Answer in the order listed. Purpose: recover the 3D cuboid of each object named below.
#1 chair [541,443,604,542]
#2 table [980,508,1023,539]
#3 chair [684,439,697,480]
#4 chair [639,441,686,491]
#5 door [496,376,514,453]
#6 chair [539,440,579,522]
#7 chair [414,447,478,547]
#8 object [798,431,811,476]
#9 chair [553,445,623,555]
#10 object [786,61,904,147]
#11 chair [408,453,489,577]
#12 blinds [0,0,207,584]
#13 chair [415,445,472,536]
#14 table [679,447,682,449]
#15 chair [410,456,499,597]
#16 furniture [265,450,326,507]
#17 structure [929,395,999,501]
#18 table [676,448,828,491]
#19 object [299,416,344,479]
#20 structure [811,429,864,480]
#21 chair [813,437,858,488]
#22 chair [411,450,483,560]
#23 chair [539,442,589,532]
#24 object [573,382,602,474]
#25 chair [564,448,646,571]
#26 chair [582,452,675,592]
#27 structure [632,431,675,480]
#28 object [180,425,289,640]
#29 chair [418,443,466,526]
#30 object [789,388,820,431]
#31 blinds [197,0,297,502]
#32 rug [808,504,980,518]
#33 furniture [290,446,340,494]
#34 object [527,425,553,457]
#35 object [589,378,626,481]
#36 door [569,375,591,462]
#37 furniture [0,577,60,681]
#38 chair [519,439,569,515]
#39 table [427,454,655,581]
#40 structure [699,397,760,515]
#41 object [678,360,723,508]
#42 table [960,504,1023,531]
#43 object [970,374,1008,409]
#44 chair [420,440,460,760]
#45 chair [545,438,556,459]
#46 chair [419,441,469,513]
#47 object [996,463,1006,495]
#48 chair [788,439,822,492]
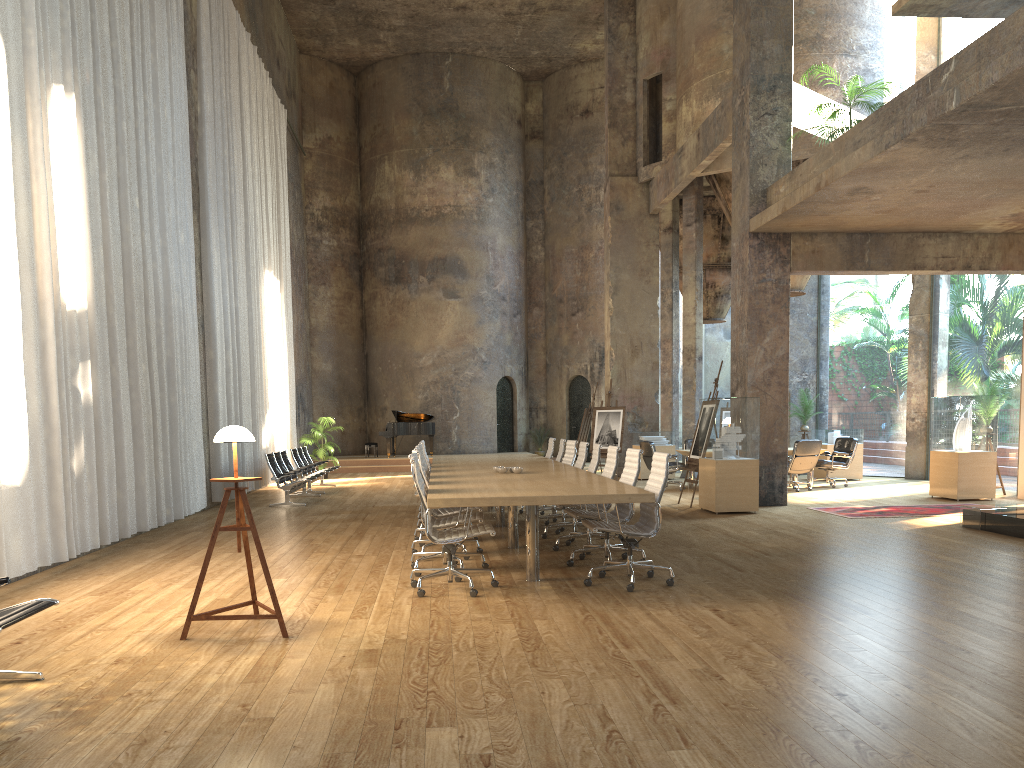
[{"bbox_3d":[0.663,1.168,9.575,0.699,1.035,0.660,-1,3,4],"label":"chair"},{"bbox_3d":[5.588,1.499,9.516,0.790,0.204,1.104,-1,-2,-5],"label":"table"},{"bbox_3d":[3.619,1.479,16.556,0.729,0.900,0.815,-1,2,2],"label":"chair"},{"bbox_3d":[2.735,1.459,15.733,0.820,0.901,0.725,-1,2,-9],"label":"chair"},{"bbox_3d":[-0.258,0.915,26.433,0.091,2.318,0.897,4,7,43],"label":"door"},{"bbox_3d":[0.520,1.246,11.376,0.699,1.035,0.660,-1,3,-5],"label":"chair"},{"bbox_3d":[-0.722,1.182,9.363,0.699,1.035,0.660,-1,3,1],"label":"chair"},{"bbox_3d":[6.299,1.484,18.651,0.570,0.981,0.654,1,4,31],"label":"object"},{"bbox_3d":[0.742,1.130,8.683,0.699,1.035,0.660,-1,3,1],"label":"chair"},{"bbox_3d":[4.468,-3.252,11.674,1.401,1.826,1.346,-1,3,1],"label":"object"},{"bbox_3d":[-0.560,1.105,7.588,0.699,1.035,0.660,-1,3,4],"label":"chair"},{"bbox_3d":[-4.251,-2.678,8.792,0.275,8.721,7.774,-1,2,-4],"label":"blinds"},{"bbox_3d":[-0.793,1.219,10.238,0.699,1.035,0.660,-1,3,4],"label":"chair"},{"bbox_3d":[3.588,1.880,22.024,1.870,0.551,0.936,-1,0,-5],"label":"table"},{"bbox_3d":[-0.459,1.067,6.732,0.699,1.035,0.660,-1,3,1],"label":"chair"},{"bbox_3d":[-3.589,1.542,14.710,0.708,0.848,1.861,-1,-1,-5],"label":"furniture"},{"bbox_3d":[6.782,0.960,13.217,0.594,1.562,0.736,-1,4,-5],"label":"structure"},{"bbox_3d":[4.286,1.534,15.858,2.409,0.706,1.098,-1,0,-5],"label":"table"},{"bbox_3d":[-4.447,1.494,20.524,1.091,1.470,1.121,-2,3,-14],"label":"object"},{"bbox_3d":[6.524,1.417,17.658,0.735,1.024,0.738,-1,3,-5],"label":"structure"},{"bbox_3d":[5.769,1.420,15.968,0.820,0.901,0.725,-1,2,-10],"label":"chair"},{"bbox_3d":[-0.632,1.141,8.438,0.699,1.035,0.660,-1,3,-5],"label":"chair"},{"bbox_3d":[0.592,1.206,10.450,0.699,1.035,0.660,-1,3,1],"label":"chair"},{"bbox_3d":[1.698,1.041,19.713,0.684,2.167,0.695,1,5,21],"label":"object"},{"bbox_3d":[0.821,1.090,7.772,0.699,1.035,0.660,-1,3,-1],"label":"chair"},{"bbox_3d":[0.898,1.050,6.830,0.699,1.035,0.660,-1,3,1],"label":"chair"},{"bbox_3d":[3.010,1.516,18.681,0.743,1.024,0.730,-1,3,-5],"label":"structure"},{"bbox_3d":[-1.611,0.903,5.396,0.570,1.309,0.653,1,4,28],"label":"object"},{"bbox_3d":[-0.871,1.258,11.130,0.699,1.035,0.660,-1,3,1],"label":"chair"},{"bbox_3d":[6.122,0.534,18.629,0.858,0.949,0.683,-1,3,-2],"label":"object"},{"bbox_3d":[-4.976,-2.307,17.374,0.275,8.721,7.774,-1,2,-4],"label":"blinds"},{"bbox_3d":[5.390,1.689,11.748,2.461,0.009,1.339,-1,-2,-5],"label":"rug"},{"bbox_3d":[-3.790,1.644,17.080,0.708,0.848,1.861,-1,-1,-5],"label":"furniture"},{"bbox_3d":[0.893,1.751,27.019,0.912,1.000,0.901,-1,2,6],"label":"object"},{"bbox_3d":[1.962,0.959,17.846,0.701,2.167,0.678,1,5,27],"label":"object"},{"bbox_3d":[2.101,1.053,26.633,0.900,2.656,0.110,2,6,37],"label":"door"},{"bbox_3d":[-2.592,1.060,3.571,0.708,0.848,1.861,-1,-1,-5],"label":"furniture"},{"bbox_3d":[0.439,1.283,12.226,0.699,1.035,0.660,-1,3,4],"label":"chair"},{"bbox_3d":[-0.105,1.328,9.984,1.600,0.764,7.673,-1,-2,-5],"label":"table"},{"bbox_3d":[2.949,0.970,11.985,0.594,1.562,0.736,-1,4,-5],"label":"structure"},{"bbox_3d":[2.849,0.735,12.843,0.684,2.167,0.694,-1,5,-6],"label":"object"},{"bbox_3d":[5.557,1.493,9.881,0.859,0.249,0.368,-1,0,-5],"label":"table"},{"bbox_3d":[7.366,0.307,13.684,0.687,0.948,0.854,-2,2,-14],"label":"object"},{"bbox_3d":[1.806,1.306,13.155,12.946,1.040,31.335,-1,-2,-5],"label":"chair"},{"bbox_3d":[0.332,1.320,13.081,0.699,1.035,0.660,-1,3,1],"label":"chair"},{"bbox_3d":[-0.950,1.297,12.041,0.699,1.035,0.660,-1,3,-1],"label":"chair"},{"bbox_3d":[7.320,1.263,13.761,0.655,0.981,0.568,-3,4,-41],"label":"object"},{"bbox_3d":[4.850,1.403,15.206,0.727,0.900,0.818,-2,2,-31],"label":"chair"}]
